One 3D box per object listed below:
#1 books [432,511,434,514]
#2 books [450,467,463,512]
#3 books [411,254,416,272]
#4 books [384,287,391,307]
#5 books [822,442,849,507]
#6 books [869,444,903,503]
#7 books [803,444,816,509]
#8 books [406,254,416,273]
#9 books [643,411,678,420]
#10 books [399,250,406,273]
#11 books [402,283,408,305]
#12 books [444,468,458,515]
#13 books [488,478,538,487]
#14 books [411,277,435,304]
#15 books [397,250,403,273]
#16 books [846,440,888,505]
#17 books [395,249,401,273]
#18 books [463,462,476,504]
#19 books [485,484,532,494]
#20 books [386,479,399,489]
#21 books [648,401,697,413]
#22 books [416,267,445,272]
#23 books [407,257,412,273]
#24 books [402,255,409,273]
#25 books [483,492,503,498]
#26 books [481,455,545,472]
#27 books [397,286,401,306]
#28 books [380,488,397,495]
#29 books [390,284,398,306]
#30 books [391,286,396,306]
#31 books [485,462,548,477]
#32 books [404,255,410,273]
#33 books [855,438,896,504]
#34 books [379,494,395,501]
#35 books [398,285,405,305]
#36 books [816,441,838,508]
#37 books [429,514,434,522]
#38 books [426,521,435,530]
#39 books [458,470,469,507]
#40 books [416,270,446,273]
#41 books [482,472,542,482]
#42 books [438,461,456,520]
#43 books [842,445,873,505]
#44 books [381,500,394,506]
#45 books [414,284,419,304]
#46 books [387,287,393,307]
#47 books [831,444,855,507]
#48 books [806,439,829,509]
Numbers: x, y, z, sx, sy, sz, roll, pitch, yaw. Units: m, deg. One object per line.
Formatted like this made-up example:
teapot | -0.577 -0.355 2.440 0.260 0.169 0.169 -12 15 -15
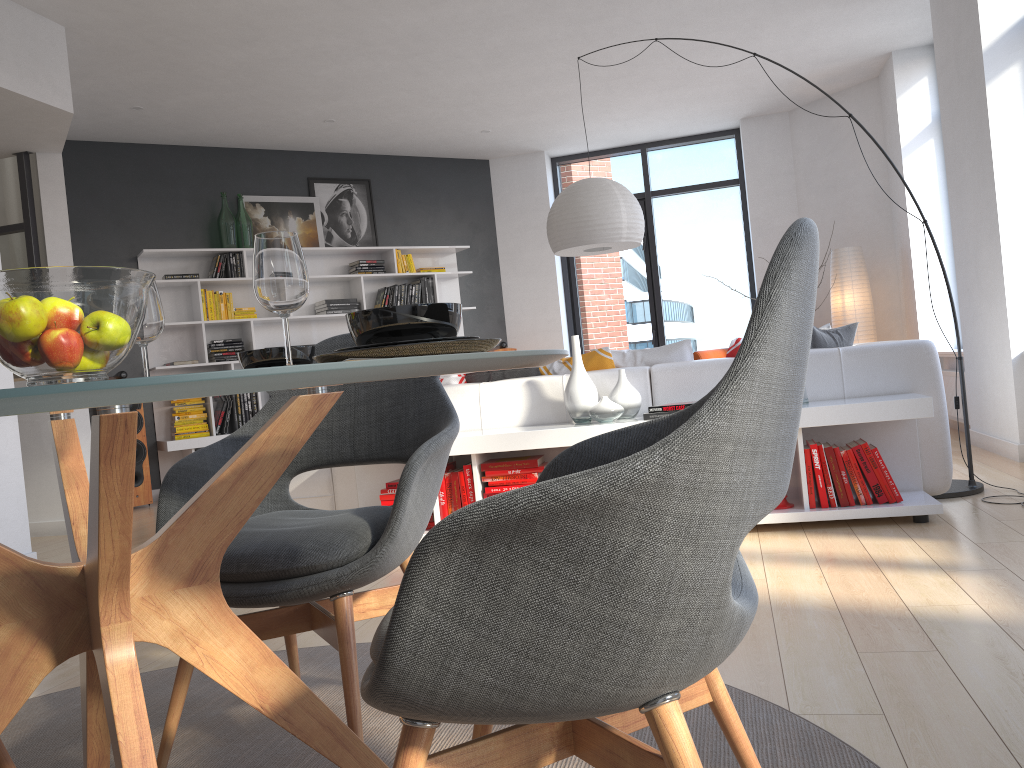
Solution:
books | -0.472 0.598 4.205 0.266 0.026 0.187 -6 1 19
books | -0.226 0.524 4.106 0.034 0.259 0.207 -6 1 14
books | -0.967 -1.137 8.455 0.044 0.184 0.142 -6 1 -30
books | -1.209 -0.783 8.334 0.096 0.234 0.187 -6 1 -31
books | 1.342 0.374 3.696 0.076 0.252 0.199 -6 1 14
books | 1.534 0.365 3.661 0.103 0.230 0.173 -6 1 14
books | 1.238 0.384 3.707 0.026 0.250 0.168 -6 1 13
books | -0.983 -1.135 8.435 0.064 0.184 0.141 -6 1 -30
books | 0.742 0.123 3.860 0.300 0.026 0.245 -6 1 19
books | -1.077 -1.146 8.409 0.054 0.224 0.164 -6 1 -32
books | -1.051 -0.814 8.430 0.066 0.260 0.197 -6 1 -31
books | -0.258 0.528 4.113 0.031 0.255 0.181 -6 1 14
books | 0.029 0.436 4.032 0.236 0.023 0.178 -6 1 14
books | -0.862 -0.860 8.576 0.128 0.321 0.259 -6 1 -31
books | -1.099 -1.144 8.386 0.041 0.224 0.163 -6 1 -33
books | 1.467 0.363 3.671 0.119 0.249 0.187 -6 1 14
books | -1.108 -1.144 8.358 0.041 0.229 0.161 -6 1 -32
books | -0.158 0.501 4.084 0.049 0.291 0.214 -6 1 14
books | 0.024 0.462 4.039 0.261 0.027 0.191 -6 1 10
books | -0.471 0.467 4.201 0.206 0.029 0.152 -6 1 20
books | 0.733 0.098 3.836 0.238 0.027 0.188 -5 1 27
books | -0.807 -1.102 8.598 0.257 0.024 0.203 -6 1 -28
books | -0.994 -1.122 8.411 0.046 0.161 0.108 -6 1 -32
books | -1.037 -1.127 8.407 0.054 0.180 0.132 -6 1 -31
books | 0.033 0.494 4.054 0.279 0.039 0.206 -6 1 15
books | 0.006 0.360 4.045 0.259 0.034 0.206 -6 1 11
books | -1.107 -0.798 8.389 0.068 0.243 0.179 -6 1 -33
books | -0.473 0.494 4.212 0.254 0.025 0.178 -6 1 13
books | -1.134 -0.802 8.380 0.075 0.254 0.192 -6 1 -32
books | -1.139 -0.794 8.346 0.069 0.242 0.172 -6 1 -30
books | 0.025 0.388 4.032 0.266 0.026 0.187 -6 1 8
books | -1.017 -1.129 8.411 0.044 0.178 0.128 -6 1 -32
books | 1.499 0.356 3.667 0.116 0.255 0.198 -6 1 14
books | -0.470 0.519 4.208 0.269 0.028 0.179 -6 1 15
books | -1.078 -0.806 8.412 0.084 0.249 0.191 -6 1 -31
books | 1.305 0.373 3.696 0.056 0.262 0.185 -6 1 14
books | -0.458 0.626 4.211 0.259 0.034 0.206 -6 1 17
books | -0.473 0.661 4.207 0.301 0.032 0.227 -6 1 14
books | -0.191 0.520 4.087 0.042 0.259 0.195 -6 1 14
books | -0.798 -1.077 8.592 0.257 0.028 0.194 -6 1 -26
books | 0.010 0.415 4.044 0.257 0.025 0.182 -6 1 14
books | -0.294 0.514 4.119 0.036 0.294 0.208 -6 1 14
books | 1.428 0.374 3.674 0.083 0.233 0.178 -6 1 14
books | -0.466 0.546 4.225 0.261 0.028 0.191 -6 1 14
books | -0.956 -0.819 8.484 0.084 0.249 0.191 -6 1 -31
books | -1.175 -0.787 8.339 0.081 0.233 0.169 -6 1 -32
books | 1.368 0.375 3.679 0.066 0.247 0.175 -6 1 14
books | 1.275 0.371 3.706 0.050 0.268 0.198 -6 1 14
